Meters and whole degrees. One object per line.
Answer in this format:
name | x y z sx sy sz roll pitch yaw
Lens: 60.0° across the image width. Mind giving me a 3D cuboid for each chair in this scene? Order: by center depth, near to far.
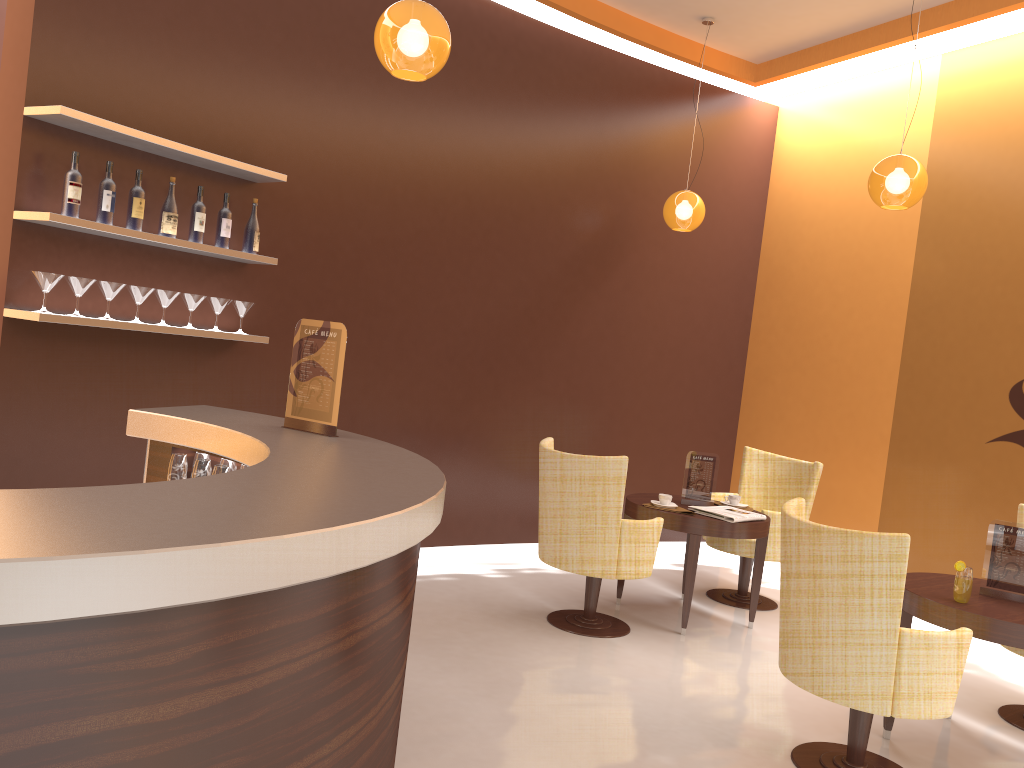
chair | 1.365 1.021 3.476 0.685 1.017 0.729 6 2 -11
chair | 2.727 1.157 4.306 0.685 1.017 0.729 5 3 -40
chair | 0.457 0.860 5.010 0.685 1.017 0.729 6 2 -31
chair | 1.671 0.971 6.042 0.685 1.017 0.729 6 2 -29

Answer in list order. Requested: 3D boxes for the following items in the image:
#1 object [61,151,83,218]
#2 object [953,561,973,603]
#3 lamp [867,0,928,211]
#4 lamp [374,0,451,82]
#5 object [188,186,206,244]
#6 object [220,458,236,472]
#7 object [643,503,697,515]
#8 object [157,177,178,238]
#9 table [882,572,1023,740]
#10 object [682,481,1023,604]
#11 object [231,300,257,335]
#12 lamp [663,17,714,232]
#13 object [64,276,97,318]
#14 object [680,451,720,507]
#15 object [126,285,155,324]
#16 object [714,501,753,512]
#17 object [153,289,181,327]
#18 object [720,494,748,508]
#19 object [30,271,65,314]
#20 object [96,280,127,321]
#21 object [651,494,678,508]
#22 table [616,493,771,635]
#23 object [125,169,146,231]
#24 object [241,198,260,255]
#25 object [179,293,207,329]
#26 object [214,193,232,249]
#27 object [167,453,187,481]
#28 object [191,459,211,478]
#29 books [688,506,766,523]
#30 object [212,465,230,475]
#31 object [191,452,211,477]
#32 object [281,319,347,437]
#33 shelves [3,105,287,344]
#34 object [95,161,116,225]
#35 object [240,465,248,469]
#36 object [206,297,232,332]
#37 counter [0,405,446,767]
object | -1.928 -0.870 3.893 0.073 0.297 0.073 7 2 10
object | 1.865 0.818 3.663 0.067 0.171 0.072 9 3 44
lamp | 2.144 -1.691 4.743 0.299 1.500 0.299 7 2 15
lamp | -0.311 -1.941 3.419 0.299 1.500 0.299 7 2 -10
object | -1.582 -0.848 4.468 0.073 0.297 0.073 7 2 10
object | -1.054 0.349 3.274 0.067 0.148 0.067 6 2 -24
object | 0.889 0.721 5.258 0.239 0.021 0.464 6 2 -15
object | -1.675 -0.860 4.340 0.086 0.303 0.086 5 3 -45
table | 2.079 1.266 3.824 0.872 0.679 0.874 7 2 3
object | 1.687 0.680 4.644 0.187 0.335 2.090 6 2 -32
object | -1.453 -0.356 4.765 0.137 0.174 0.137 8 2 37
lamp | 1.305 -1.846 6.328 0.299 1.500 0.299 6 2 -28
object | -1.953 -0.391 3.992 0.137 0.174 0.137 8 2 27
object | 1.167 0.589 5.490 0.209 0.335 0.042 7 2 -5
object | -1.793 -0.379 4.256 0.137 0.174 0.137 8 2 37
object | 1.426 0.773 5.626 0.239 0.021 0.464 6 2 -32
object | -1.717 -0.375 4.382 0.137 0.174 0.137 8 2 37
object | 1.411 0.742 5.622 0.153 0.069 0.153 5 3 -45
object | -2.029 -0.396 3.857 0.137 0.174 0.137 8 2 27
object | -1.876 -0.387 4.127 0.137 0.174 0.137 8 2 37
object | 0.907 0.694 5.269 0.153 0.069 0.153 7 2 -2
table | 1.097 1.092 5.458 0.872 0.679 0.874 7 2 8
object | -1.770 -0.860 4.178 0.073 0.297 0.073 6 2 -31
object | -1.388 -0.839 4.741 0.086 0.303 0.086 6 2 -14
object | -1.632 -0.369 4.509 0.137 0.174 0.137 8 2 37
object | -1.492 -0.841 4.599 0.073 0.297 0.073 7 2 10
object | -1.224 0.329 3.242 0.067 0.148 0.067 7 2 -3
object | -1.114 0.345 3.178 0.067 0.148 0.067 6 2 -24
books | 1.271 0.762 5.221 0.367 0.035 0.345 5 2 -38
object | -1.020 0.359 3.095 0.067 0.148 0.067 6 2 -20
object | -1.173 0.332 3.343 0.067 0.148 0.067 6 2 -29
object | -0.725 -0.028 3.276 0.258 0.414 0.052 8 2 31
shelves | -2.273 -0.716 2.665 0.586 0.902 4.744 8 2 19
object | -1.846 -0.865 4.043 0.073 0.297 0.073 7 2 10
object | -0.954 0.364 3.187 0.067 0.148 0.067 8 2 39
object | -1.541 -0.362 4.637 0.137 0.174 0.137 7 2 -3
counter | -1.062 0.730 2.218 1.586 1.100 2.917 7 2 17
